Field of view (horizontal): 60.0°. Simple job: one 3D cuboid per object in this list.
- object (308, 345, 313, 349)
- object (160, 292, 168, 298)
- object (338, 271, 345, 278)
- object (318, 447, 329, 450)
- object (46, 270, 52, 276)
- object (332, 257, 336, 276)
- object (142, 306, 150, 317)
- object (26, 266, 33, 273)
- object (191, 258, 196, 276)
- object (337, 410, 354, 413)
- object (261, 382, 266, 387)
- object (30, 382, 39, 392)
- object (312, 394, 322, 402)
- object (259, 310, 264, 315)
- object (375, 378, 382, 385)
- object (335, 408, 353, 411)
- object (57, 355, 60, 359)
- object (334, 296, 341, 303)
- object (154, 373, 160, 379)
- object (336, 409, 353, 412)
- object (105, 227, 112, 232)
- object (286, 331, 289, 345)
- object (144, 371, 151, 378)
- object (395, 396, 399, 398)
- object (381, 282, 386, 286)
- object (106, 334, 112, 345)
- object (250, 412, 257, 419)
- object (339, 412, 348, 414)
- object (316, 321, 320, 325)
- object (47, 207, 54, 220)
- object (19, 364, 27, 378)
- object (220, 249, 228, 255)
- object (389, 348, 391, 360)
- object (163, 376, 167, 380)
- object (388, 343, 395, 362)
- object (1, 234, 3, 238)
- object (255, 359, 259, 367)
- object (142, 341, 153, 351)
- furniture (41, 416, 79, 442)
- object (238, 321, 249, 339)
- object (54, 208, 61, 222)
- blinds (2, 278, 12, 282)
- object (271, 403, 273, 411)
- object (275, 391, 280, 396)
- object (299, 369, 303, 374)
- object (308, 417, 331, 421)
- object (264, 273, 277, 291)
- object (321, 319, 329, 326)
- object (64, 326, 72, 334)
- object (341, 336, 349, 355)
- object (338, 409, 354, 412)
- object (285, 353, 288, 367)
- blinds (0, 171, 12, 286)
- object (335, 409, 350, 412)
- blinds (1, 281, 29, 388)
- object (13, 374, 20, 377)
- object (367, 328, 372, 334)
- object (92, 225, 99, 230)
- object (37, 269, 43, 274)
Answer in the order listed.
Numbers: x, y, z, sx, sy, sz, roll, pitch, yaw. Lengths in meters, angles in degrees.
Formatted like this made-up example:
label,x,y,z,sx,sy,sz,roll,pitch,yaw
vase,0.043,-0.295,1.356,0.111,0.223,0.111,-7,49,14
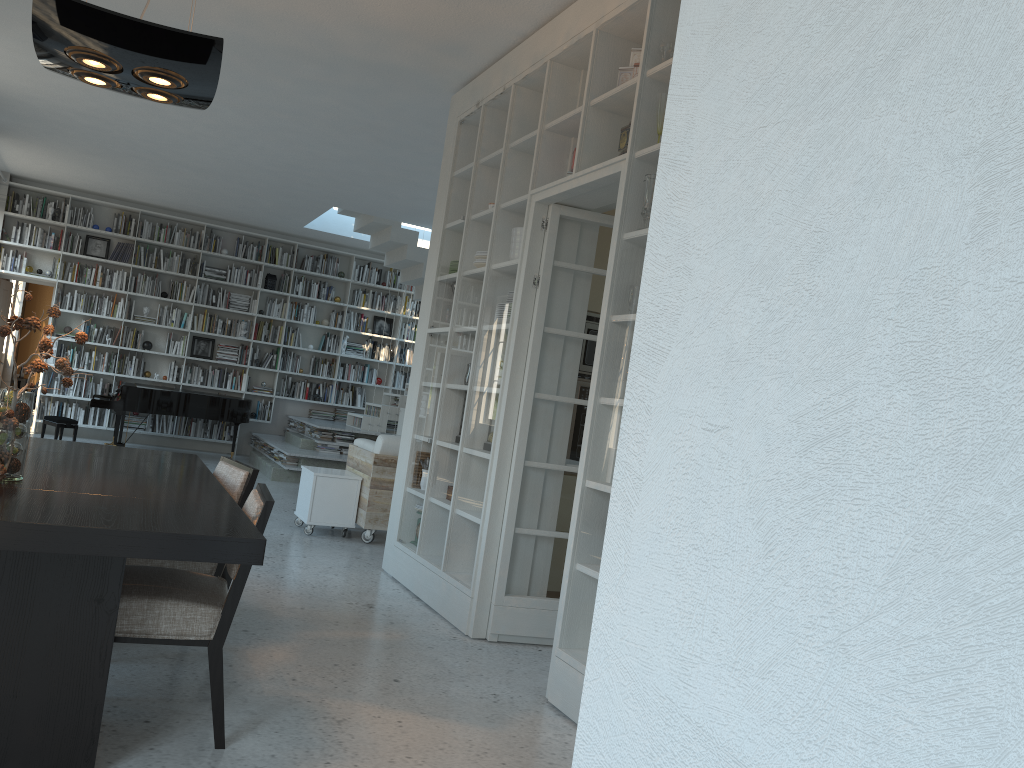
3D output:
label,x,y,z,sx,sy,sz,roll,pitch,yaw
object,-2.939,-0.539,12.954,0.071,0.072,0.071,8,-2,25
object,-4.757,-1.214,12.125,0.097,0.098,0.097,8,-2,25
object,-2.513,-1.604,13.050,0.104,0.105,0.104,8,-2,25
object,-2.288,0.805,10.986,0.204,0.004,0.139,9,-2,-21
object,-6.033,-1.442,11.547,0.071,0.072,0.071,7,-2,44
object,-2.642,-1.719,13.094,0.006,0.297,0.129,9,-1,-24
object,-4.984,-0.992,12.077,0.095,0.157,0.121,9,-1,-10
object,-6.221,-1.481,11.430,0.086,0.088,0.087,8,-2,25
object,-4.367,-1.606,12.170,0.075,0.254,0.075,7,-2,45
object,-2.506,0.405,13.257,0.254,0.006,0.161,9,-2,-24
object,-3.544,0.003,12.655,0.071,0.072,0.071,8,-2,25
object,-7.194,0.112,14.758,1.482,0.540,1.450,9,-2,-25
object,-2.832,0.198,12.907,0.161,0.114,0.064,9,-2,-37
object,-3.564,-1.018,12.598,0.071,0.072,0.071,8,-2,25
object,-2.023,-0.040,13.412,0.115,0.116,0.115,7,-2,44
object,-2.498,0.384,13.247,0.285,0.005,0.159,9,-2,-19
object,-5.915,-0.311,11.539,0.045,0.146,0.045,8,-1,14
object,-2.568,-1.239,13.049,0.100,0.101,0.101,7,-2,44
object,-4.842,-0.112,12.097,0.060,0.095,0.078,8,-1,-7
object,-2.505,0.394,13.258,0.285,0.005,0.159,9,-2,-24
object,-5.375,-2.048,11.817,0.082,0.083,0.083,7,-2,44
object,-3.264,-0.657,12.861,0.013,0.208,0.140,9,-1,-24
object,-4.977,-0.131,12.108,0.091,0.092,0.091,7,-2,44
object,-1.562,0.195,12.566,0.161,0.025,0.174,9,-2,-20
object,-1.925,-1.493,13.318,0.071,0.072,0.071,8,-2,25
object,-5.352,-0.590,11.756,0.082,0.140,0.044,9,-2,-40
object,-3.678,0.450,12.600,0.093,0.095,0.094,8,-2,25
object,-2.512,0.431,13.255,0.254,0.006,0.161,9,-2,-24
object,-2.853,-0.895,13.001,0.068,0.068,0.068,7,-2,44
object,-5.949,-2.189,11.432,0.067,0.198,0.068,8,-1,18
object,-8.409,-0.233,15.232,0.091,0.268,0.091,8,-1,22
object,-4.028,-1.844,12.418,0.104,0.106,0.105,7,-2,44
object,-1.871,-0.437,13.486,0.022,0.211,0.178,9,-1,-24
object,-4.759,-0.082,12.162,0.061,0.062,0.061,8,-2,25
object,-1.810,-0.468,13.360,0.087,0.288,0.075,8,-1,11
object,-6.521,-1.967,11.330,0.035,0.295,0.176,9,-1,-24
object,-3.608,-0.298,12.547,0.054,0.113,0.079,9,-1,-25
object,-4.967,-0.521,12.083,0.133,0.135,0.134,8,-2,25
furniture,-5.235,0.554,10.252,0.467,0.353,0.240,7,-2,41
object,-3.777,-0.761,12.477,0.138,0.244,0.137,8,-1,31
object,-5.876,-2.178,11.465,0.067,0.198,0.068,8,-1,18
blinds,-7.225,-1.115,12.499,0.140,3.230,0.775,9,-1,-24
object,-3.466,0.401,12.730,0.011,0.260,0.142,9,-1,-24
object,-3.388,0.133,12.817,0.071,0.072,0.071,8,-2,25
object,-3.085,-0.188,12.944,0.071,0.072,0.071,8,-2,25
object,-2.828,0.519,13.104,0.346,0.007,0.193,9,-2,-29
object,-3.447,-1.453,12.662,0.135,0.248,0.135,9,-1,-34
object,-2.755,-0.900,13.070,0.111,0.113,0.112,7,-2,44
object,-5.848,-0.707,11.681,0.105,0.106,0.105,7,-2,44
object,-2.462,-0.573,13.043,0.087,0.288,0.075,8,-1,11
object,-2.503,0.389,13.255,0.254,0.006,0.161,9,-2,-23
object,-3.295,-0.319,12.881,0.007,0.266,0.135,9,-1,-24
blinds,-6.744,-1.079,11.425,0.140,3.230,0.775,9,-1,-24
object,-2.505,0.400,13.257,0.254,0.006,0.161,9,-2,-24
blinds,-8.367,-1.201,15.045,0.140,3.230,0.775,9,-1,-24
object,-8.453,-0.139,15.108,0.118,0.061,0.118,9,-2,-17
object,-2.153,-0.795,13.315,0.091,0.092,0.092,8,-2,25
object,-5.516,-2.071,11.753,0.082,0.083,0.083,7,-2,44
object,-6.137,-1.458,11.522,0.071,0.072,0.071,7,-2,44
